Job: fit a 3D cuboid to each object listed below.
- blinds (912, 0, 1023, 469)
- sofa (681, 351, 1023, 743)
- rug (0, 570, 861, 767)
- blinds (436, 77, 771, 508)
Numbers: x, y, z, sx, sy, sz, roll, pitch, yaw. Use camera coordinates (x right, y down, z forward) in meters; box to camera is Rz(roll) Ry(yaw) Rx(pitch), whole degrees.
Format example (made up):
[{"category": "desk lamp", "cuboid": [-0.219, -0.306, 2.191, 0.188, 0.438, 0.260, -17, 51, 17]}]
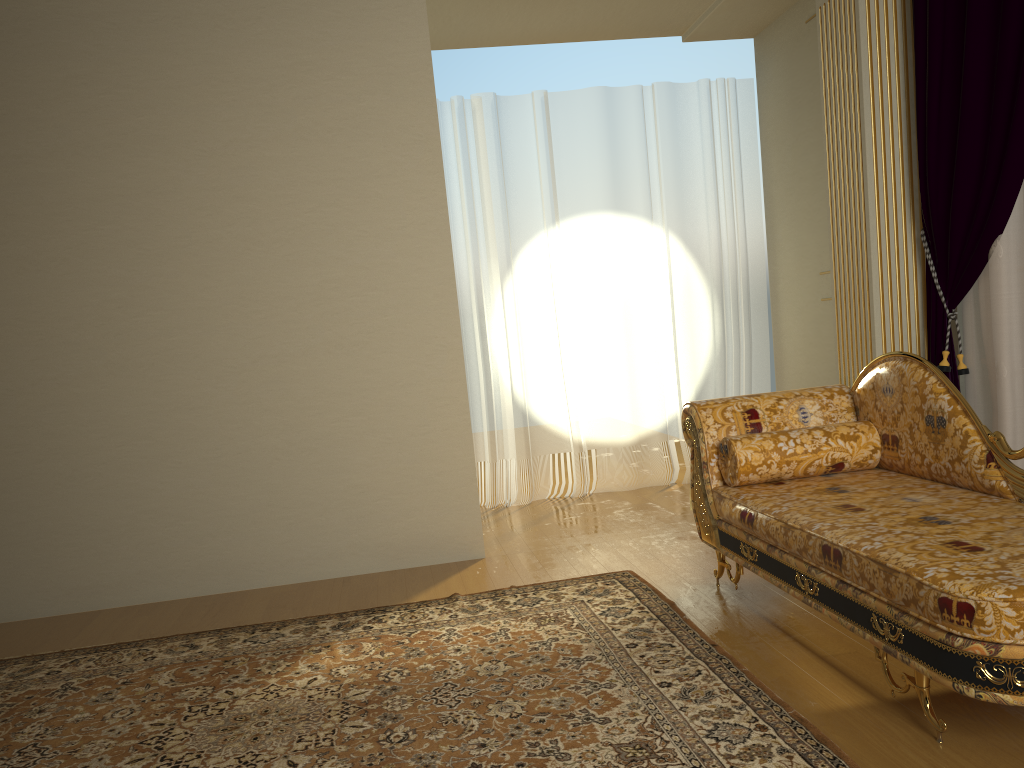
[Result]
[{"category": "blinds", "cuboid": [1.996, -0.623, 2.814, 0.339, 2.672, 2.221, -7, 6, -7]}, {"category": "sofa", "cuboid": [1.145, 0.365, 2.728, 0.692, 0.877, 1.883, -7, 4, -8]}, {"category": "rug", "cuboid": [-0.830, 1.004, 2.579, 3.075, 0.017, 2.106, -6, 3, -8]}, {"category": "blinds", "cuboid": [0.579, -0.553, 5.519, 2.164, 2.525, 0.163, -6, 7, -5]}]
